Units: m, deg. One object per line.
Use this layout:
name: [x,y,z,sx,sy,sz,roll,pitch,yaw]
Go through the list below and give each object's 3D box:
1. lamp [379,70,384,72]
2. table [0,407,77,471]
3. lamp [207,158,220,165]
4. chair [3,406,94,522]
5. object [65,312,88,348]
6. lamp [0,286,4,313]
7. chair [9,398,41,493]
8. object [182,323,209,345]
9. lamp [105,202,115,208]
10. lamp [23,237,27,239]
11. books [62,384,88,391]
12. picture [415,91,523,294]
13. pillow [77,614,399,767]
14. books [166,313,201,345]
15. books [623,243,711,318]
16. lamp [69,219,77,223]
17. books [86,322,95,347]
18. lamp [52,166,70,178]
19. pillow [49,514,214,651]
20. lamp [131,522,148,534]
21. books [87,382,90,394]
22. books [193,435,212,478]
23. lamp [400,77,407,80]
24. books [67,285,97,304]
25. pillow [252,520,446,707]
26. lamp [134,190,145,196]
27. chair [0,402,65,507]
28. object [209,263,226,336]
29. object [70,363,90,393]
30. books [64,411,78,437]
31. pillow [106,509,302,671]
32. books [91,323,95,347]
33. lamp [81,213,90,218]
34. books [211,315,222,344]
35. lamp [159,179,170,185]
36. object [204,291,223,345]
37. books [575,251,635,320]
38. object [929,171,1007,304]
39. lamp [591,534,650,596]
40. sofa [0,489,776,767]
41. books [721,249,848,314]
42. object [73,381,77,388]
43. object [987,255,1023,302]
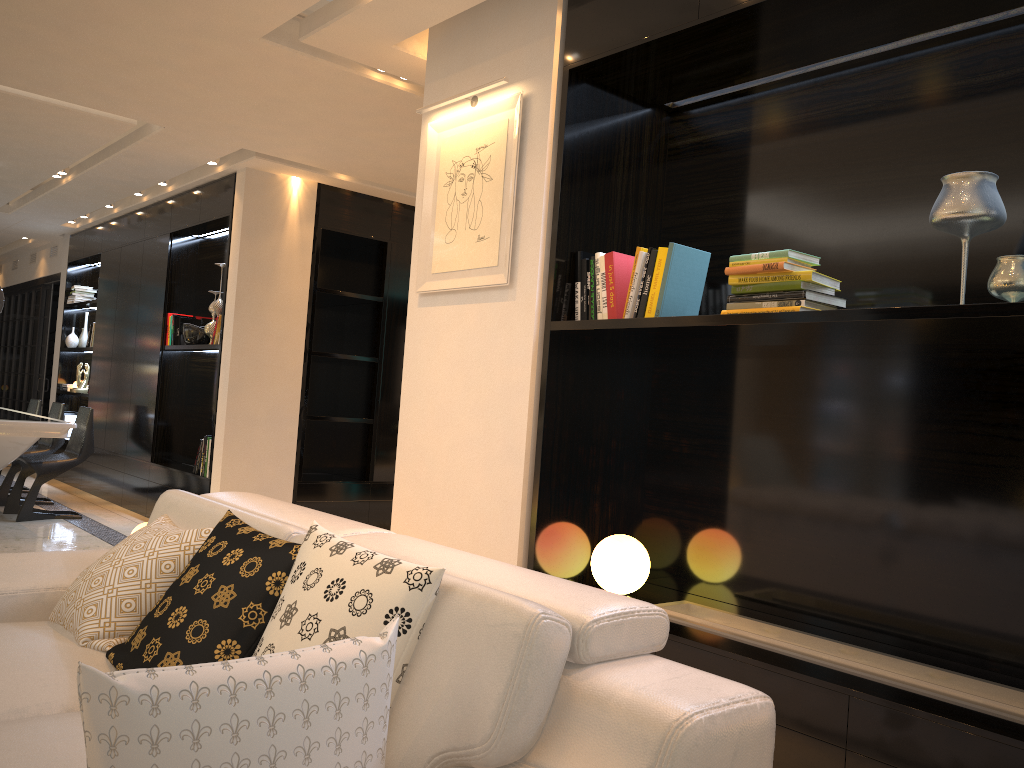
lamp: [-0.611,-1.570,4.265,0.107,0.127,0.107,3,-2,31]
table: [-4.533,0.573,6.949,1.293,0.759,3.031,6,-2,-40]
lamp: [-2.129,-1.622,6.296,0.107,0.127,0.107,3,-2,31]
chair: [-3.544,0.592,6.808,0.496,0.858,0.523,6,-2,-40]
object: [-4.644,-0.575,9.480,0.210,0.395,0.180,5,-2,-37]
lamp: [-4.387,-1.051,7.053,0.408,1.226,1.827,6,-2,-40]
chair: [-4.618,0.551,8.067,0.496,0.858,0.523,6,-2,-40]
object: [-2.473,-0.377,6.935,0.193,0.177,0.375,6,-2,-40]
lamp: [-3.695,-1.683,8.133,0.107,0.127,0.107,3,-2,31]
lamp: [-5.708,-1.764,10.382,0.107,0.127,0.107,3,-2,31]
books: [-4.669,0.045,9.483,0.209,0.073,0.266,5,-2,-37]
picture: [-0.176,-0.736,3.529,0.027,0.729,0.610,6,-2,-40]
pillow: [-0.401,0.522,1.368,0.521,0.325,0.281,5,-2,-31]
books: [-2.658,-0.433,7.184,0.210,0.270,0.236,6,-2,-41]
books: [0.522,-0.328,3.024,0.212,0.261,0.210,6,-2,-40]
lamp: [-4.514,-1.715,9.093,0.107,0.127,0.107,3,-2,31]
books: [-4.191,-0.487,9.002,0.207,0.256,0.245,6,-2,-41]
lamp: [-3.574,-1.707,7.002,0.107,0.127,0.271,6,-2,-40]
pillow: [-1.031,0.528,2.415,0.351,0.329,0.521,6,-2,-40]
lamp: [-2.275,0.971,5.545,0.212,0.214,0.213,4,-2,-1]
books: [-4.099,-0.011,8.836,0.182,0.232,0.284,5,-2,-37]
books: [-2.158,0.522,6.470,0.222,0.296,0.345,6,-2,-40]
lamp: [-0.513,-1.561,4.348,0.107,0.127,0.107,3,-2,31]
books: [-4.608,-0.944,9.513,0.259,0.188,0.302,5,-2,-34]
pillow: [-0.394,0.506,1.754,0.255,0.399,0.526,6,-2,-40]
lamp: [-3.168,-1.662,7.514,0.107,0.127,0.107,3,-2,31]
chair: [-4.095,0.571,7.454,0.496,0.858,0.523,6,-2,-40]
object: [-2.187,-0.589,6.624,0.121,0.612,0.121,3,-2,45]
object: [-4.443,-0.063,9.173,0.177,0.311,0.177,6,-2,-40]
books: [-4.744,0.435,9.521,0.210,0.270,0.236,6,-2,-41]
pillow: [-0.724,0.506,2.074,0.323,0.355,0.524,6,-2,-40]
books: [-4.055,-0.485,8.843,0.212,0.261,0.252,6,-2,-40]
lamp: [-4.223,-1.703,8.751,0.107,0.127,0.107,3,-2,31]
books: [-2.062,-0.394,6.483,0.189,0.238,0.290,6,-2,-42]
lamp: [-2.780,-1.647,7.060,0.107,0.127,0.107,3,-2,31]
object: [-2.272,-0.494,6.753,0.121,0.416,0.121,3,-2,45]
books: [0.369,-0.338,3.198,0.208,0.270,0.240,6,-2,-40]
object: [1.204,-0.358,2.354,0.181,0.381,0.181,3,-2,44]
lamp: [0.392,0.652,3.209,0.212,0.214,0.213,4,-2,-1]
sofa: [-0.734,0.709,1.992,1.145,0.754,2.328,6,-2,-40]
books: [0.826,-0.286,2.701,0.260,0.197,0.296,5,-2,-38]
object: [-4.543,0.023,9.310,0.125,0.125,0.125,4,-2,-1]
object: [1.272,-0.242,2.244,0.119,0.154,0.119,5,-2,-31]
